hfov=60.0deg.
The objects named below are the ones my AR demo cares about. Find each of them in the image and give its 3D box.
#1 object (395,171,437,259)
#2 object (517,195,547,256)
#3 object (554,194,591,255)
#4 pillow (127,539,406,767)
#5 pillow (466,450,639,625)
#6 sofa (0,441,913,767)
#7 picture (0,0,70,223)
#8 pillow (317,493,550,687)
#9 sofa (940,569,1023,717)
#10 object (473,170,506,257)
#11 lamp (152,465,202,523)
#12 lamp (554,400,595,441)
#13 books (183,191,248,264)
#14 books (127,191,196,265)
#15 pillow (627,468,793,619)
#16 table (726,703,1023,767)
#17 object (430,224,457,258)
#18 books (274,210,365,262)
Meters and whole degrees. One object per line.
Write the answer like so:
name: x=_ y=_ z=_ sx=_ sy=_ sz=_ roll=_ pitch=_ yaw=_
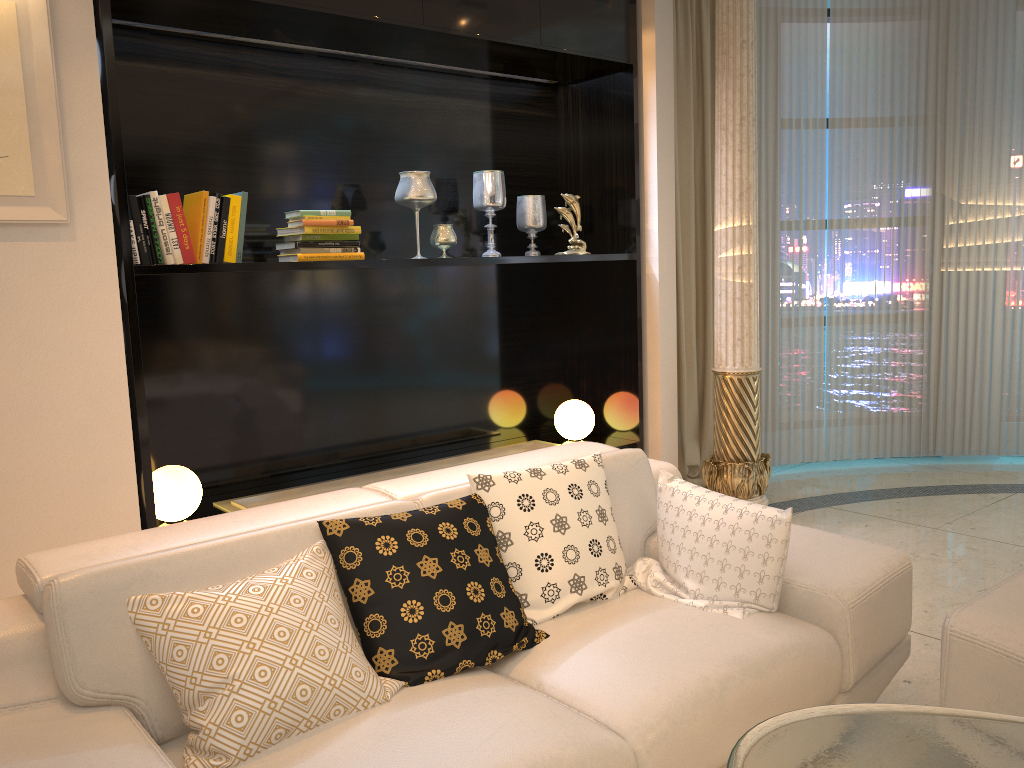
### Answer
object: x=-0.422 y=-0.742 z=3.930 sx=0.181 sy=0.381 sz=0.181 roll=-9 pitch=10 yaw=-44
object: x=0.101 y=-0.786 z=4.475 sx=0.147 sy=0.317 sz=0.147 roll=-8 pitch=9 yaw=-36
object: x=0.289 y=-0.773 z=4.310 sx=0.182 sy=0.293 sz=0.116 roll=-9 pitch=10 yaw=-41
pillow: x=-0.525 y=0.577 z=1.921 sx=0.521 sy=0.329 sz=0.351 roll=-8 pitch=9 yaw=-39
pillow: x=0.149 y=0.425 z=2.525 sx=0.526 sy=0.399 sz=0.255 roll=-8 pitch=9 yaw=-39
sofa: x=-0.094 y=0.693 z=2.238 sx=2.328 sy=0.754 sz=1.145 roll=-8 pitch=9 yaw=-39
picture: x=-1.629 y=-0.830 z=2.530 sx=0.610 sy=0.729 sz=0.027 roll=-8 pitch=9 yaw=-39
pillow: x=-0.178 y=0.492 z=2.209 sx=0.524 sy=0.355 sz=0.323 roll=-8 pitch=9 yaw=-38
sofa: x=2.148 y=0.704 z=1.535 sx=1.145 sy=0.754 sz=2.328 roll=-8 pitch=9 yaw=-39
object: x=-0.106 y=-0.812 z=4.312 sx=0.156 sy=0.426 sz=0.156 roll=-7 pitch=9 yaw=-33
lamp: x=-1.286 y=0.414 z=3.359 sx=0.213 sy=0.214 sz=0.212 roll=-2 pitch=7 yaw=1
lamp: x=0.328 y=0.188 z=4.655 sx=0.212 sy=0.214 sz=0.213 roll=-1 pitch=8 yaw=12
books: x=-1.106 y=-0.573 z=3.284 sx=0.210 sy=0.261 sz=0.212 roll=-8 pitch=9 yaw=-39
books: x=-1.283 y=-0.552 z=3.136 sx=0.240 sy=0.270 sz=0.208 roll=-8 pitch=9 yaw=-39
pillow: x=0.536 y=0.441 z=2.513 sx=0.281 sy=0.325 sz=0.521 roll=-6 pitch=8 yaw=-29
table: x=1.095 y=0.929 z=0.690 sx=0.999 sy=0.565 sz=2.140 roll=-8 pitch=10 yaw=-39
object: x=-0.309 y=-0.642 z=4.017 sx=0.119 sy=0.154 sz=0.119 roll=-6 pitch=8 yaw=-29
books: x=-0.776 y=-0.594 z=3.582 sx=0.296 sy=0.197 sz=0.260 roll=-7 pitch=9 yaw=-36
